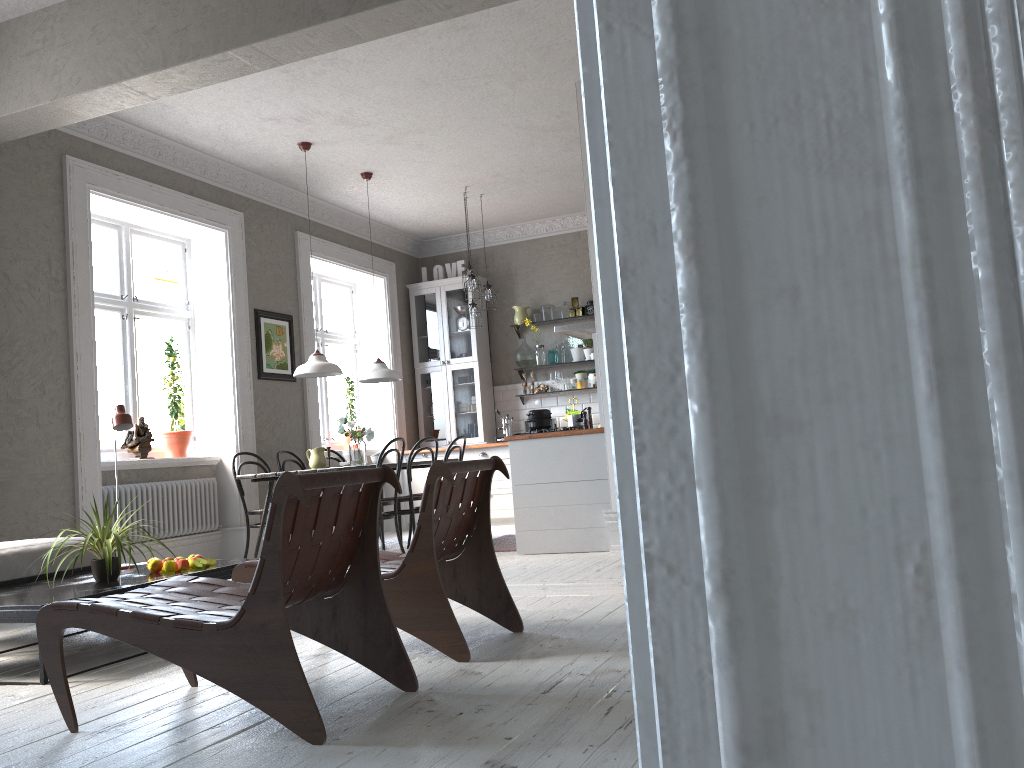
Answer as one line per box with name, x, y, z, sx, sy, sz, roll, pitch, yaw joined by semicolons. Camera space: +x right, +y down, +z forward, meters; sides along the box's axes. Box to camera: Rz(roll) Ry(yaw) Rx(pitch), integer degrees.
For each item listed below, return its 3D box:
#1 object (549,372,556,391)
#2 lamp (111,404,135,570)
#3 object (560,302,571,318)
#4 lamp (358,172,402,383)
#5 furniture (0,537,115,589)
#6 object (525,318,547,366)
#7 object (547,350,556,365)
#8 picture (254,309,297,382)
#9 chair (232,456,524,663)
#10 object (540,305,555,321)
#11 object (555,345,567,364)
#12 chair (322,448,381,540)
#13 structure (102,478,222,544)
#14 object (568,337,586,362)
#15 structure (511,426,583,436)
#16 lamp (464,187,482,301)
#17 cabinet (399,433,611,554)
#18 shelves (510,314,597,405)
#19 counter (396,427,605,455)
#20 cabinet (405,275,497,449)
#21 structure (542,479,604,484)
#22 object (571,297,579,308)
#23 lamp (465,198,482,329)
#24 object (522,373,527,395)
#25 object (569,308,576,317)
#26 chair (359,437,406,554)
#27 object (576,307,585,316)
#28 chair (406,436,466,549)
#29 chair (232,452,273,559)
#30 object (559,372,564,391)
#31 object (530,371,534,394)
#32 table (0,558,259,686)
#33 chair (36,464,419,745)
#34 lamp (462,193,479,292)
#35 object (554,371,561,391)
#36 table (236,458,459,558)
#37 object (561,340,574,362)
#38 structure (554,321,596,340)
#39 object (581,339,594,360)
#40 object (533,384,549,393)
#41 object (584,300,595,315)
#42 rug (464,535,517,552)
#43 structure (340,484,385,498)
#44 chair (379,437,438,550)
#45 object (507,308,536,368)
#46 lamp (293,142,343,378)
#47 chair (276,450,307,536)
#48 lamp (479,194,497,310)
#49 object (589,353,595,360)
object;0.458;-0.017;9.811;0.081;0.217;0.082;-5;-5;8
lamp;-2.011;0.528;4.528;0.141;0.839;0.247;-2;-5;-32
object;0.599;-0.809;9.863;0.142;0.220;0.138;-3;-5;-19
lamp;-1.222;-0.947;7.799;0.372;1.858;0.386;-7;-5;29
furniture;-2.539;1.037;4.452;0.575;0.476;0.840;-6;-5;22
object;0.258;-0.466;9.773;0.190;0.540;0.283;-6;-5;14
object;0.458;-0.290;9.843;0.124;0.172;0.128;-7;-5;25
picture;-2.103;-0.335;7.898;0.019;0.619;0.529;-6;-5;23
chair;-0.542;0.687;3.543;1.002;0.720;0.515;-6;-5;21
object;0.399;-0.778;9.836;0.175;0.184;0.169;-2;-5;-29
object;0.535;-0.323;9.718;0.122;0.206;0.127;-9;-6;44
chair;-1.478;1.022;7.977;0.538;0.920;0.446;-7;-5;34
structure;-2.657;0.951;6.681;0.147;0.428;1.240;-6;-5;21
object;0.735;-0.413;9.741;0.240;0.354;0.239;-8;-6;39
structure;0.338;0.352;6.674;0.489;0.031;0.614;-6;-5;22
lamp;-0.428;-1.657;8.453;0.149;1.734;0.144;-3;-5;-21
cabinet;0.381;0.920;8.204;2.018;0.854;4.133;-3;-5;-21
shelves;0.660;-0.258;9.731;1.298;0.923;0.232;-6;-5;21
counter;-0.123;0.551;8.257;3.116;0.039;3.440;-6;-5;22
cabinet;-0.673;-0.213;10.097;0.867;1.920;0.393;-6;-5;21
structure;0.388;0.711;6.632;0.609;0.623;0.631;-6;-5;22
object;0.691;-0.889;9.707;0.083;0.113;0.083;-5;-5;2
lamp;-0.435;-1.418;8.791;0.148;1.734;0.145;-4;-5;-11
object;0.141;-0.002;9.934;0.053;0.264;0.061;-4;-4;-7
object;0.674;-0.774;9.722;0.081;0.113;0.084;-6;-5;22
chair;-1.058;0.882;6.667;0.542;0.920;0.443;-6;-5;19
object;0.752;-0.783;9.688;0.081;0.113;0.084;-7;-5;32
chair;-0.641;0.926;7.612;0.542;0.920;0.443;-6;-5;19
chair;-1.905;0.978;7.009;0.539;0.920;0.446;-7;-5;29
object;0.536;-0.026;9.776;0.081;0.217;0.082;-5;-5;8
object;0.232;-0.014;9.882;0.062;0.264;0.052;-2;-5;-32
table;-1.877;1.051;4.056;0.837;0.303;1.329;-6;-5;22
chair;-0.882;0.649;2.743;1.002;0.720;0.515;-6;-5;21
lamp;-0.463;-1.770;8.645;0.146;1.734;0.147;-5;-4;9
object;0.503;-0.030;9.692;0.081;0.217;0.082;-5;-5;8
table;-1.246;1.045;7.332;0.892;0.735;1.948;-6;-5;22
object;0.613;-0.347;9.852;0.129;0.264;0.134;-7;-5;27
structure;0.763;-1.247;7.724;0.702;1.595;0.722;-6;-5;22
object;0.836;-0.441;9.647;0.186;0.380;0.167;-3;-5;-17
object;0.322;0.049;9.817;0.177;0.111;0.096;-4;-5;-1
object;0.882;-0.823;9.694;0.140;0.174;0.144;-6;-5;22
rug;0.021;1.298;7.282;0.725;0.014;1.308;-6;-5;22
structure;-1.652;1.063;9.046;0.147;0.428;1.240;-6;-5;21
chair;-0.850;0.906;7.167;0.539;0.920;0.446;-7;-5;29
object;0.110;-0.514;9.881;0.336;0.674;0.335;-4;-5;-10
lamp;-1.577;-0.987;6.965;0.386;1.858;0.372;-2;-5;-31
chair;-1.687;1.003;7.529;0.542;0.920;0.443;-6;-5;19
lamp;-0.289;-1.594;8.738;0.146;1.734;0.147;-5;-4;9
object;0.883;-0.298;9.553;0.064;0.071;0.104;-1;-6;-38
